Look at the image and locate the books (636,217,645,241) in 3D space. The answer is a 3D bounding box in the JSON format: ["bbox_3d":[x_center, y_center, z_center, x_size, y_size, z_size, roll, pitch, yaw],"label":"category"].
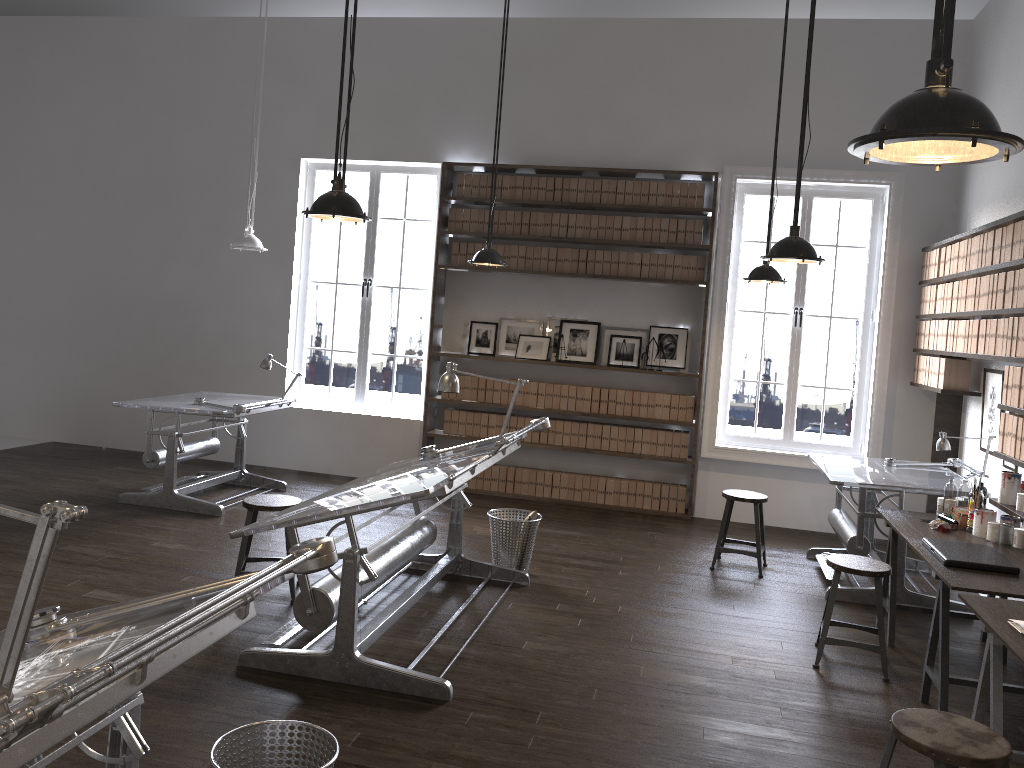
[{"bbox_3d":[1.150,-1.365,7.895,0.067,0.225,0.175,5,3,12],"label":"books"}]

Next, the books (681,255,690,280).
[{"bbox_3d":[1.532,-1.018,7.815,0.067,0.225,0.175,5,3,12],"label":"books"}]

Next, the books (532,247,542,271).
[{"bbox_3d":[0.243,-1.136,8.100,0.067,0.225,0.174,5,3,12],"label":"books"}]

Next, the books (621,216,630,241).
[{"bbox_3d":[1.024,-1.377,7.925,0.067,0.225,0.175,5,3,12],"label":"books"}]

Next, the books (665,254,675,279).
[{"bbox_3d":[1.397,-1.031,7.848,0.067,0.225,0.174,5,3,12],"label":"books"}]

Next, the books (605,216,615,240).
[{"bbox_3d":[0.885,-1.390,7.957,0.067,0.225,0.175,5,3,12],"label":"books"}]

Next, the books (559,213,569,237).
[{"bbox_3d":[0.479,-1.427,8.042,0.067,0.225,0.174,5,3,12],"label":"books"}]

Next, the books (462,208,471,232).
[{"bbox_3d":[-0.403,-1.507,8.230,0.067,0.225,0.175,5,3,12],"label":"books"}]

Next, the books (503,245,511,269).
[{"bbox_3d":[-0.025,-1.160,8.155,0.067,0.225,0.175,5,3,12],"label":"books"}]

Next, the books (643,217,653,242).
[{"bbox_3d":[1.217,-1.360,7.887,0.067,0.225,0.175,5,3,12],"label":"books"}]

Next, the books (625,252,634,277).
[{"bbox_3d":[1.061,-1.061,7.922,0.067,0.225,0.175,5,3,12],"label":"books"}]

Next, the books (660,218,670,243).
[{"bbox_3d":[1.354,-1.347,7.853,0.067,0.225,0.174,5,3,12],"label":"books"}]

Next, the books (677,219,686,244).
[{"bbox_3d":[1.496,-1.334,7.821,0.067,0.225,0.175,5,3,12],"label":"books"}]

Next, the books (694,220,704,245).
[{"bbox_3d":[1.643,-1.321,7.793,0.067,0.225,0.175,5,3,12],"label":"books"}]

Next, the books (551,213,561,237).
[{"bbox_3d":[0.408,-1.433,8.054,0.067,0.225,0.175,5,3,12],"label":"books"}]

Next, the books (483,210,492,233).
[{"bbox_3d":[-0.206,-1.489,8.187,0.067,0.225,0.175,5,3,12],"label":"books"}]

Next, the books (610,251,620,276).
[{"bbox_3d":[0.931,-1.073,7.951,0.067,0.225,0.175,5,3,12],"label":"books"}]

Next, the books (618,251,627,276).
[{"bbox_3d":[0.995,-1.067,7.931,0.067,0.225,0.175,5,3,12],"label":"books"}]

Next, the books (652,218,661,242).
[{"bbox_3d":[1.286,-1.354,7.872,0.067,0.225,0.174,5,3,12],"label":"books"}]

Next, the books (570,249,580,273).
[{"bbox_3d":[0.578,-1.105,8.027,0.067,0.225,0.175,5,3,12],"label":"books"}]

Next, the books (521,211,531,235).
[{"bbox_3d":[0.140,-1.458,8.113,0.067,0.225,0.175,5,3,12],"label":"books"}]

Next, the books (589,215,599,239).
[{"bbox_3d":[0.748,-1.402,7.981,0.067,0.225,0.175,5,3,12],"label":"books"}]

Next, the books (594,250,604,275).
[{"bbox_3d":[0.792,-1.086,7.977,0.067,0.225,0.174,5,3,12],"label":"books"}]

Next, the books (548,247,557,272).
[{"bbox_3d":[0.381,-1.123,8.063,0.067,0.225,0.175,5,3,12],"label":"books"}]

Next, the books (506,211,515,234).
[{"bbox_3d":[-0.002,-1.471,8.145,0.067,0.225,0.174,5,3,12],"label":"books"}]

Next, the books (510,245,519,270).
[{"bbox_3d":[0.036,-1.155,8.141,0.067,0.225,0.175,5,3,12],"label":"books"}]

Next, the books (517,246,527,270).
[{"bbox_3d":[0.106,-1.148,8.124,0.067,0.225,0.175,5,3,12],"label":"books"}]

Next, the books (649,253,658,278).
[{"bbox_3d":[1.262,-1.043,7.879,0.067,0.225,0.175,5,3,12],"label":"books"}]

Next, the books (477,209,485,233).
[{"bbox_3d":[-0.270,-1.495,8.205,0.067,0.225,0.175,5,3,12],"label":"books"}]

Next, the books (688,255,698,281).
[{"bbox_3d":[1.594,-1.013,7.806,0.067,0.225,0.175,5,3,12],"label":"books"}]

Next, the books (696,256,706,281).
[{"bbox_3d":[1.663,-1.007,7.793,0.067,0.225,0.175,5,3,12],"label":"books"}]

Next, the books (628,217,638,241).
[{"bbox_3d":[1.086,-1.372,7.914,0.067,0.225,0.175,5,3,12],"label":"books"}]

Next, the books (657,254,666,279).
[{"bbox_3d":[1.330,-1.037,7.866,0.067,0.225,0.174,5,3,12],"label":"books"}]

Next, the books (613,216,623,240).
[{"bbox_3d":[0.953,-1.384,7.939,0.067,0.225,0.175,5,3,12],"label":"books"}]

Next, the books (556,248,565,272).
[{"bbox_3d":[0.451,-1.117,8.048,0.067,0.225,0.175,5,3,12],"label":"books"}]

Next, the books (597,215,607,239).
[{"bbox_3d":[0.818,-1.396,7.974,0.067,0.225,0.174,5,3,12],"label":"books"}]

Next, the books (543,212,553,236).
[{"bbox_3d":[0.337,-1.439,8.069,0.067,0.225,0.175,5,3,12],"label":"books"}]

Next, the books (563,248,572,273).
[{"bbox_3d":[0.514,-1.111,8.039,0.067,0.225,0.175,5,3,12],"label":"books"}]

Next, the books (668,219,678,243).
[{"bbox_3d":[1.424,-1.341,7.843,0.067,0.225,0.175,5,3,12],"label":"books"}]

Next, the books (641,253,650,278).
[{"bbox_3d":[1.192,-1.049,7.890,0.067,0.225,0.175,5,3,12],"label":"books"}]

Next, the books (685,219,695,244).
[{"bbox_3d":[1.570,-1.328,7.811,0.067,0.225,0.175,5,3,12],"label":"books"}]

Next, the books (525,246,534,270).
[{"bbox_3d":[0.175,-1.142,8.113,0.067,0.225,0.175,5,3,12],"label":"books"}]

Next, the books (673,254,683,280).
[{"bbox_3d":[1.467,-1.024,7.829,0.067,0.225,0.175,5,3,12],"label":"books"}]

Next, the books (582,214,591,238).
[{"bbox_3d":[0.684,-1.408,8.000,0.067,0.225,0.175,5,3,12],"label":"books"}]

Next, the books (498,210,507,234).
[{"bbox_3d":[-0.070,-1.477,8.164,0.067,0.225,0.174,5,3,12],"label":"books"}]

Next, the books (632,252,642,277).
[{"bbox_3d":[1.122,-1.056,7.907,0.067,0.225,0.175,5,3,12],"label":"books"}]

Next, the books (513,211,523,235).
[{"bbox_3d":[0.068,-1.465,8.134,0.067,0.225,0.175,5,3,12],"label":"books"}]

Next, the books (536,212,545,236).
[{"bbox_3d":[0.277,-1.445,8.087,0.067,0.225,0.175,5,3,12],"label":"books"}]

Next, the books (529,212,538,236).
[{"bbox_3d":[0.213,-1.451,8.103,0.067,0.225,0.175,5,3,12],"label":"books"}]

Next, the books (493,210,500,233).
[{"bbox_3d":[-0.139,-1.484,8.179,0.067,0.225,0.175,5,3,12],"label":"books"}]

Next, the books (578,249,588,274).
[{"bbox_3d":[0.649,-1.099,8.006,0.067,0.225,0.175,5,3,12],"label":"books"}]

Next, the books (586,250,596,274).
[{"bbox_3d":[0.723,-1.092,7.996,0.067,0.225,0.175,5,3,12],"label":"books"}]

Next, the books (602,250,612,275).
[{"bbox_3d":[0.862,-1.080,7.966,0.067,0.225,0.174,5,3,12],"label":"books"}]

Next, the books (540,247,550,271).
[{"bbox_3d":[0.311,-1.130,8.081,0.067,0.225,0.174,5,3,12],"label":"books"}]
